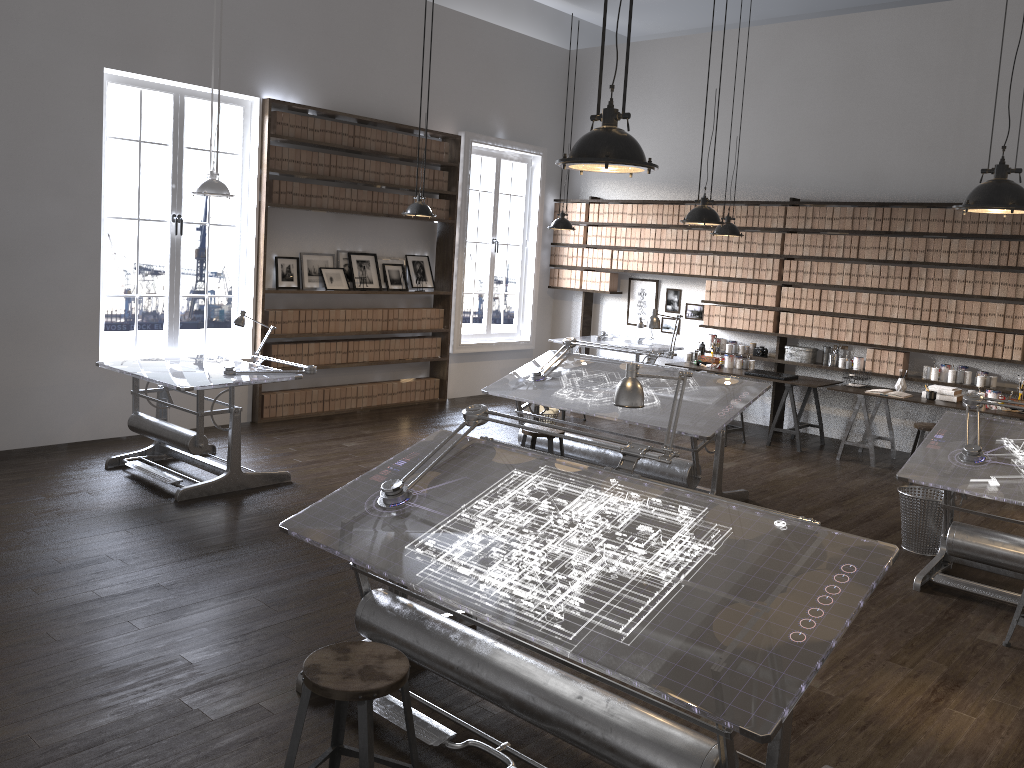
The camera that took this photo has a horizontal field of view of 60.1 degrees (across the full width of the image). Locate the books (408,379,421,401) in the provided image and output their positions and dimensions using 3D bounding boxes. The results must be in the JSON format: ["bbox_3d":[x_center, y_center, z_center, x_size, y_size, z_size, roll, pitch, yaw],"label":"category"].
[{"bbox_3d":[-1.117,0.064,9.974,0.175,0.224,0.067,9,8,41],"label":"books"}]

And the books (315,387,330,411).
[{"bbox_3d":[-1.942,0.152,9.042,0.175,0.224,0.067,9,8,41],"label":"books"}]

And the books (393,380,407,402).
[{"bbox_3d":[-1.254,0.079,9.816,0.175,0.224,0.067,9,8,41],"label":"books"}]

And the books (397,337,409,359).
[{"bbox_3d":[-1.220,-0.399,9.782,0.175,0.224,0.067,9,8,41],"label":"books"}]

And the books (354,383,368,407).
[{"bbox_3d":[-1.616,0.117,9.413,0.175,0.224,0.067,9,8,41],"label":"books"}]

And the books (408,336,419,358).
[{"bbox_3d":[-1.124,-0.409,9.888,0.175,0.224,0.067,9,8,41],"label":"books"}]

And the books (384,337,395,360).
[{"bbox_3d":[-1.356,-0.383,9.620,0.175,0.224,0.067,9,8,41],"label":"books"}]

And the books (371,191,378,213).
[{"bbox_3d":[-1.480,-1.892,9.226,0.175,0.224,0.067,9,8,41],"label":"books"}]

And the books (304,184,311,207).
[{"bbox_3d":[-2.032,-1.834,8.611,0.175,0.224,0.067,9,8,41],"label":"books"}]

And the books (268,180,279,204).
[{"bbox_3d":[-2.273,-1.809,8.340,0.175,0.224,0.067,9,8,41],"label":"books"}]

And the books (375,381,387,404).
[{"bbox_3d":[-1.439,0.098,9.616,0.175,0.224,0.067,9,8,41],"label":"books"}]

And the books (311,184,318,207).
[{"bbox_3d":[-1.983,-1.838,8.657,0.175,0.224,0.067,9,8,41],"label":"books"}]

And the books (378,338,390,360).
[{"bbox_3d":[-1.404,-0.378,9.566,0.175,0.224,0.067,9,8,41],"label":"books"}]

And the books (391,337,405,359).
[{"bbox_3d":[-1.267,-0.394,9.731,0.175,0.224,0.067,9,8,41],"label":"books"}]

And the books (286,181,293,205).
[{"bbox_3d":[-2.174,-1.819,8.452,0.175,0.224,0.067,9,8,41],"label":"books"}]

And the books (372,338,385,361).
[{"bbox_3d":[-1.450,-0.374,9.522,0.175,0.224,0.067,9,8,41],"label":"books"}]

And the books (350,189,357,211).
[{"bbox_3d":[-1.662,-1.873,9.019,0.175,0.224,0.067,9,8,41],"label":"books"}]

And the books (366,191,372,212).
[{"bbox_3d":[-1.533,-1.888,9.174,0.175,0.224,0.067,9,8,41],"label":"books"}]

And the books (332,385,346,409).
[{"bbox_3d":[-1.807,0.138,9.193,0.175,0.224,0.067,9,8,41],"label":"books"}]

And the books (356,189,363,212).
[{"bbox_3d":[-1.614,-1.878,9.073,0.175,0.224,0.067,9,8,41],"label":"books"}]

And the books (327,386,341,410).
[{"bbox_3d":[-1.852,0.142,9.148,0.175,0.224,0.067,9,8,41],"label":"books"}]

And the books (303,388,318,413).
[{"bbox_3d":[-2.040,0.163,8.933,0.175,0.224,0.067,9,8,41],"label":"books"}]

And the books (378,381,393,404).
[{"bbox_3d":[-1.389,0.093,9.666,0.175,0.224,0.067,9,8,41],"label":"books"}]

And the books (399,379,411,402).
[{"bbox_3d":[-1.214,0.074,9.870,0.175,0.224,0.067,9,8,41],"label":"books"}]

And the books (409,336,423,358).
[{"bbox_3d":[-1.083,-0.413,9.936,0.175,0.224,0.067,9,8,41],"label":"books"}]

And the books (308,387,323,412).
[{"bbox_3d":[-1.996,0.157,8.989,0.175,0.224,0.067,9,8,41],"label":"books"}]

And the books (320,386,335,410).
[{"bbox_3d":[-1.897,0.147,9.101,0.175,0.224,0.067,9,8,41],"label":"books"}]

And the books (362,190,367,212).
[{"bbox_3d":[-1.575,-1.883,9.123,0.175,0.224,0.067,9,8,41],"label":"books"}]

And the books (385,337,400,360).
[{"bbox_3d":[-1.311,-0.389,9.677,0.175,0.224,0.067,9,8,41],"label":"books"}]

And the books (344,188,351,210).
[{"bbox_3d":[-1.712,-1.868,8.967,0.175,0.224,0.067,9,8,41],"label":"books"}]

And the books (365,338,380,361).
[{"bbox_3d":[-1.500,-0.369,9.467,0.175,0.224,0.067,9,8,41],"label":"books"}]

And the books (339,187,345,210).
[{"bbox_3d":[-1.762,-1.863,8.917,0.175,0.224,0.067,9,8,41],"label":"books"}]

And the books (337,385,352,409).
[{"bbox_3d":[-1.759,0.133,9.247,0.175,0.224,0.067,9,8,41],"label":"books"}]

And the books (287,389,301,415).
[{"bbox_3d":[-2.177,0.178,8.776,0.175,0.224,0.067,9,8,41],"label":"books"}]

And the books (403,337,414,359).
[{"bbox_3d":[-1.170,-0.403,9.832,0.175,0.224,0.067,9,8,41],"label":"books"}]

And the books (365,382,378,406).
[{"bbox_3d":[-1.527,0.108,9.508,0.175,0.224,0.067,9,8,41],"label":"books"}]

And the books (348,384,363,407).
[{"bbox_3d":[-1.662,0.122,9.358,0.175,0.224,0.067,9,8,41],"label":"books"}]

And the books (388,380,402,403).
[{"bbox_3d":[-1.302,0.083,9.769,0.175,0.224,0.067,9,8,41],"label":"books"}]

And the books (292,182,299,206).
[{"bbox_3d":[-2.123,-1.824,8.502,0.175,0.224,0.067,9,8,41],"label":"books"}]

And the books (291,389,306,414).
[{"bbox_3d":[-2.137,0.172,8.830,0.175,0.224,0.067,9,8,41],"label":"books"}]

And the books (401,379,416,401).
[{"bbox_3d":[-1.167,0.069,9.923,0.175,0.224,0.067,9,8,41],"label":"books"}]

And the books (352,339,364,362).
[{"bbox_3d":[-1.636,-0.353,9.305,0.175,0.224,0.067,9,8,41],"label":"books"}]

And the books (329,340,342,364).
[{"bbox_3d":[-1.828,-0.333,9.092,0.175,0.224,0.067,9,8,41],"label":"books"}]

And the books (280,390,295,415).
[{"bbox_3d":[-2.225,0.182,8.729,0.175,0.224,0.067,9,8,41],"label":"books"}]

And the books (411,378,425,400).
[{"bbox_3d":[-1.073,0.058,10.030,0.175,0.224,0.067,9,8,41],"label":"books"}]

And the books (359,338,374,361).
[{"bbox_3d":[-1.548,-0.364,9.416,0.175,0.224,0.067,9,8,41],"label":"books"}]

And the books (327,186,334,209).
[{"bbox_3d":[-1.850,-1.853,8.809,0.175,0.224,0.067,9,8,41],"label":"books"}]

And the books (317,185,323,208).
[{"bbox_3d":[-1.942,-1.844,8.710,0.175,0.224,0.067,9,8,41],"label":"books"}]

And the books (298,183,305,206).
[{"bbox_3d":[-2.080,-1.829,8.558,0.175,0.224,0.067,9,8,41],"label":"books"}]

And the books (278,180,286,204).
[{"bbox_3d":[-2.220,-1.813,8.392,0.175,0.224,0.067,9,8,41],"label":"books"}]

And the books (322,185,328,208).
[{"bbox_3d":[-1.900,-1.848,8.756,0.175,0.224,0.067,9,8,41],"label":"books"}]

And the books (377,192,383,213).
[{"bbox_3d":[-1.434,-1.898,9.285,0.175,0.224,0.067,9,8,41],"label":"books"}]

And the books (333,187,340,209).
[{"bbox_3d":[-1.806,-1.858,8.864,0.175,0.224,0.067,9,8,41],"label":"books"}]

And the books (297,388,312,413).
[{"bbox_3d":[-2.090,0.167,8.883,0.175,0.224,0.067,9,8,41],"label":"books"}]

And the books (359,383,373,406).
[{"bbox_3d":[-1.575,0.112,9.461,0.175,0.224,0.067,9,8,41],"label":"books"}]

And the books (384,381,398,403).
[{"bbox_3d":[-1.342,0.088,9.721,0.175,0.224,0.067,9,8,41],"label":"books"}]

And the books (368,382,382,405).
[{"bbox_3d":[-1.486,0.102,9.565,0.175,0.224,0.067,9,8,41],"label":"books"}]

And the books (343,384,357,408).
[{"bbox_3d":[-1.713,0.128,9.303,0.175,0.224,0.067,9,8,41],"label":"books"}]
